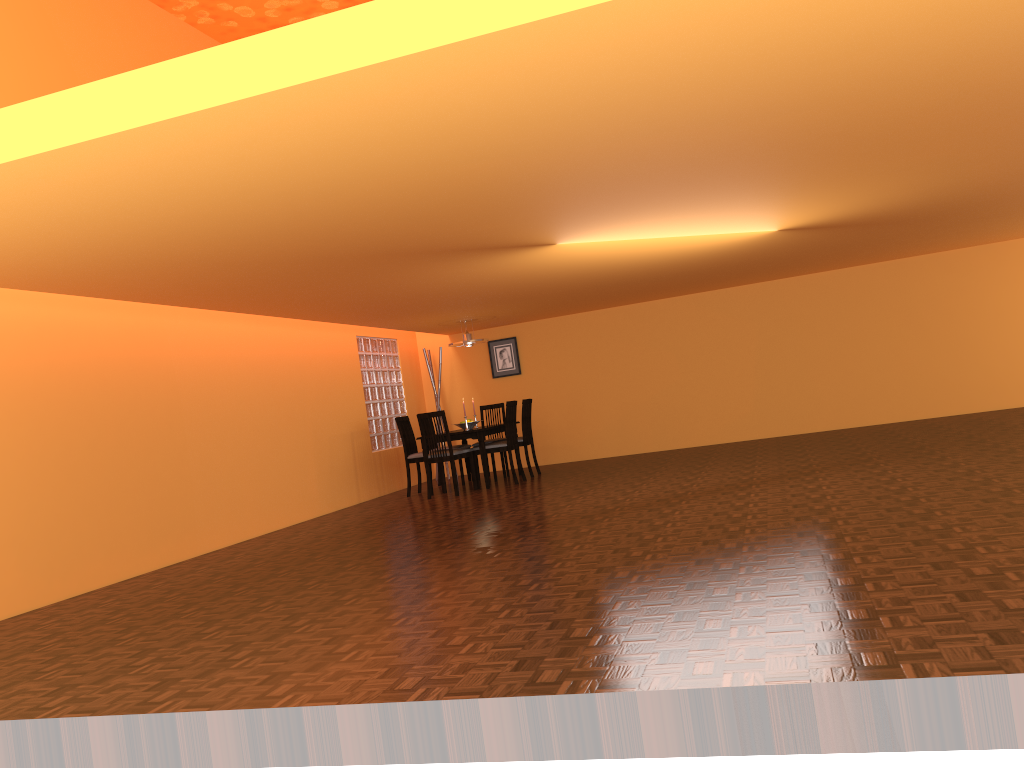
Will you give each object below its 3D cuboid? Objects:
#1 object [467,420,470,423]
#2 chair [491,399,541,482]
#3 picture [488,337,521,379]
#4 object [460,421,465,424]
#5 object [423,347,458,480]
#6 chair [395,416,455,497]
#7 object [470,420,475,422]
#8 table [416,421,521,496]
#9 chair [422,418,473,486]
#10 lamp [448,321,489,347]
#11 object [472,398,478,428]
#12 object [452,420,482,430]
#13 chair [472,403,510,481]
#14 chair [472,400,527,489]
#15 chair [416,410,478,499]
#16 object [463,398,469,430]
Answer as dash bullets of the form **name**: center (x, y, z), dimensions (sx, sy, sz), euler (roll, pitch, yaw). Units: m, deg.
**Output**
- **object**: center (-0.440, 0.389, 8.951), dimensions (0.046, 0.046, 0.055), euler (-8, -1, -1)
- **chair**: center (0.020, 0.583, 9.260), dimensions (0.465, 0.809, 0.373), euler (-9, -1, 16)
- **picture**: center (-0.092, -0.314, 10.620), dimensions (0.361, 0.456, 0.014), euler (-9, -1, 16)
- **object**: center (-0.490, 0.417, 9.028), dimensions (0.089, 0.076, 0.087), euler (-9, -2, 22)
- **object**: center (-0.856, 0.350, 10.592), dimensions (0.308, 1.589, 0.226), euler (-9, -2, 38)
- **chair**: center (-0.868, 0.701, 8.920), dimensions (0.465, 0.809, 0.373), euler (-9, -1, 16)
- **object**: center (-0.395, 0.397, 9.049), dimensions (0.055, 0.070, 0.066), euler (-8, -1, -2)
- **table**: center (-0.382, 0.750, 9.073), dimensions (0.697, 0.584, 1.259), euler (-9, -1, 16)
- **chair**: center (-0.707, 0.692, 9.474), dimensions (0.465, 0.809, 0.373), euler (-9, -1, 16)
- **lamp**: center (-0.475, -0.535, 9.411), dimensions (0.435, 0.274, 0.435), euler (-9, -2, 38)
- **object**: center (-0.394, 0.298, 9.318), dimensions (0.044, 0.326, 0.044), euler (-8, -1, 5)
- **object**: center (-0.452, 0.428, 9.045), dimensions (0.337, 0.072, 0.337), euler (-8, -1, -18)
- **chair**: center (-0.210, 0.629, 9.791), dimensions (0.373, 0.809, 0.465), euler (-8, -1, 11)
- **chair**: center (-0.141, 0.593, 8.706), dimensions (0.465, 0.809, 0.373), euler (-9, -1, 16)
- **chair**: center (-0.626, 0.654, 8.388), dimensions (0.373, 0.809, 0.465), euler (-9, -2, 21)
- **object**: center (-0.465, 0.295, 8.774), dimensions (0.044, 0.326, 0.044), euler (-8, -1, 5)
